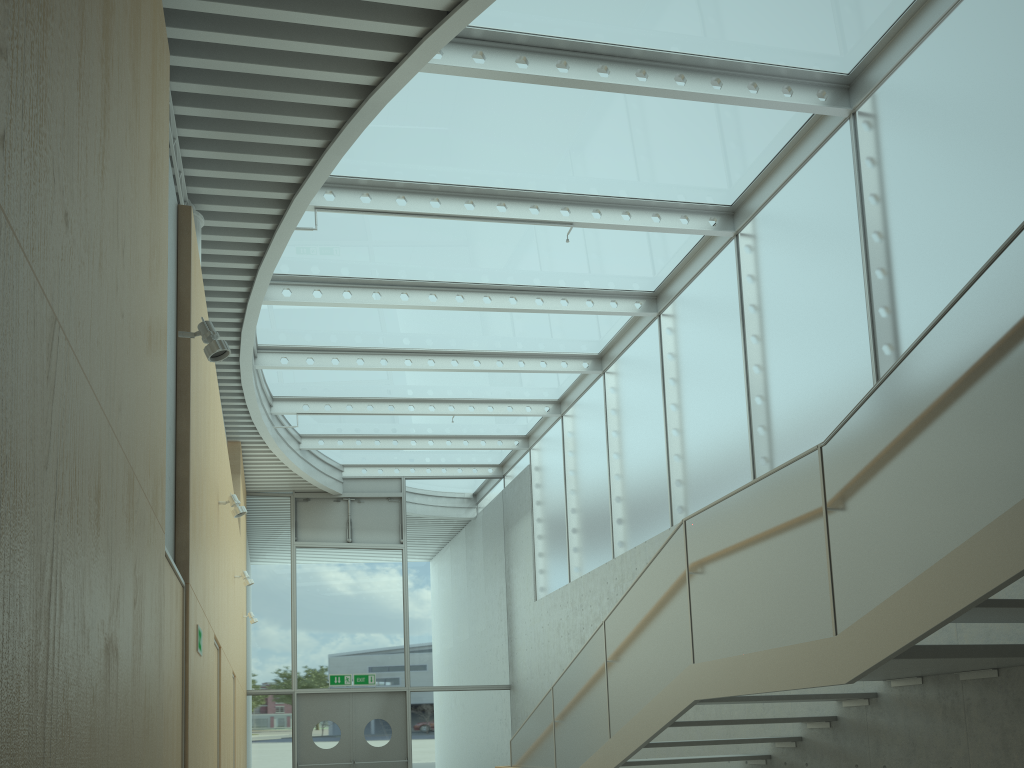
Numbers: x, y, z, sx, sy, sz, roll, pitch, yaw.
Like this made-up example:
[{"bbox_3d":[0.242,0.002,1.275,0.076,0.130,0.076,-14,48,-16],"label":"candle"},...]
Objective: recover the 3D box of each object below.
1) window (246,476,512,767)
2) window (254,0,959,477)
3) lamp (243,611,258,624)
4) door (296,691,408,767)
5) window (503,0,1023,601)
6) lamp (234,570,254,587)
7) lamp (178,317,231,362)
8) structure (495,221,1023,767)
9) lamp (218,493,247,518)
[{"bbox_3d":[-2.318,4.585,15.355,4.866,6.031,0.114,2,-8,-16],"label":"window"},{"bbox_3d":[-0.620,2.100,10.086,4.792,5.963,16.835,1,-21,-15],"label":"window"},{"bbox_3d":[-3.947,3.527,12.823,0.236,0.188,0.146,10,-17,-34],"label":"lamp"},{"bbox_3d":[-2.795,6.474,14.952,1.926,2.021,0.182,2,-8,-16],"label":"door"},{"bbox_3d":[1.413,0.780,10.862,0.030,2.613,16.649,0,-22,-16],"label":"window"},{"bbox_3d":[-3.094,2.245,9.817,0.236,0.188,0.146,10,-17,-34],"label":"lamp"},{"bbox_3d":[-1.455,-0.217,4.040,0.236,0.188,0.146,10,-17,-34],"label":"lamp"},{"bbox_3d":[2.356,1.213,4.698,1.887,4.006,13.415,0,-21,-16],"label":"structure"},{"bbox_3d":[-2.247,0.973,6.832,0.236,0.188,0.146,10,-17,-34],"label":"lamp"}]
